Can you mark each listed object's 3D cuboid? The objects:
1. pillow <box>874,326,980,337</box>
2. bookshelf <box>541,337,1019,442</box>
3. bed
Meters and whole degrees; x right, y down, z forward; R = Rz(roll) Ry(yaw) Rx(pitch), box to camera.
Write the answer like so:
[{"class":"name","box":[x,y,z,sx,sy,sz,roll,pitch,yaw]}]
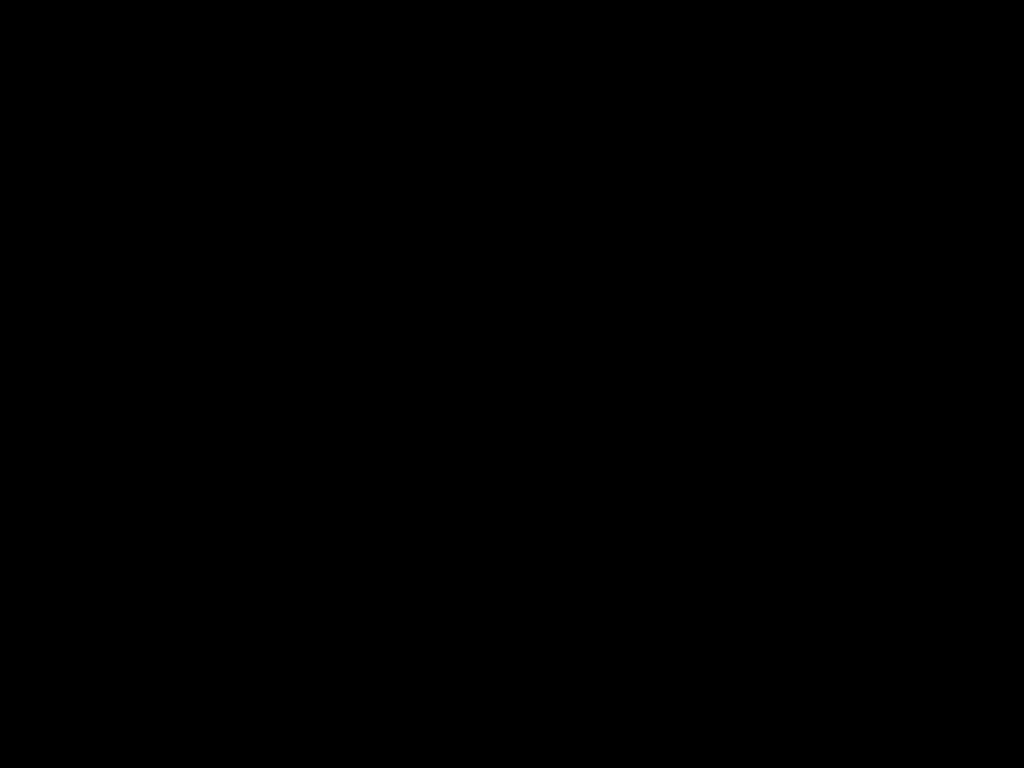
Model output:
[{"class":"pillow","box":[1.166,-0.239,2.857,0.498,0.241,0.470,1,0,-35]},{"class":"bookshelf","box":[0.844,0.018,3.108,1.495,0.303,0.643,1,0,0]},{"class":"bed","box":[0.836,-0.328,1.283,2.087,0.994,3.009,1,0,0]}]
